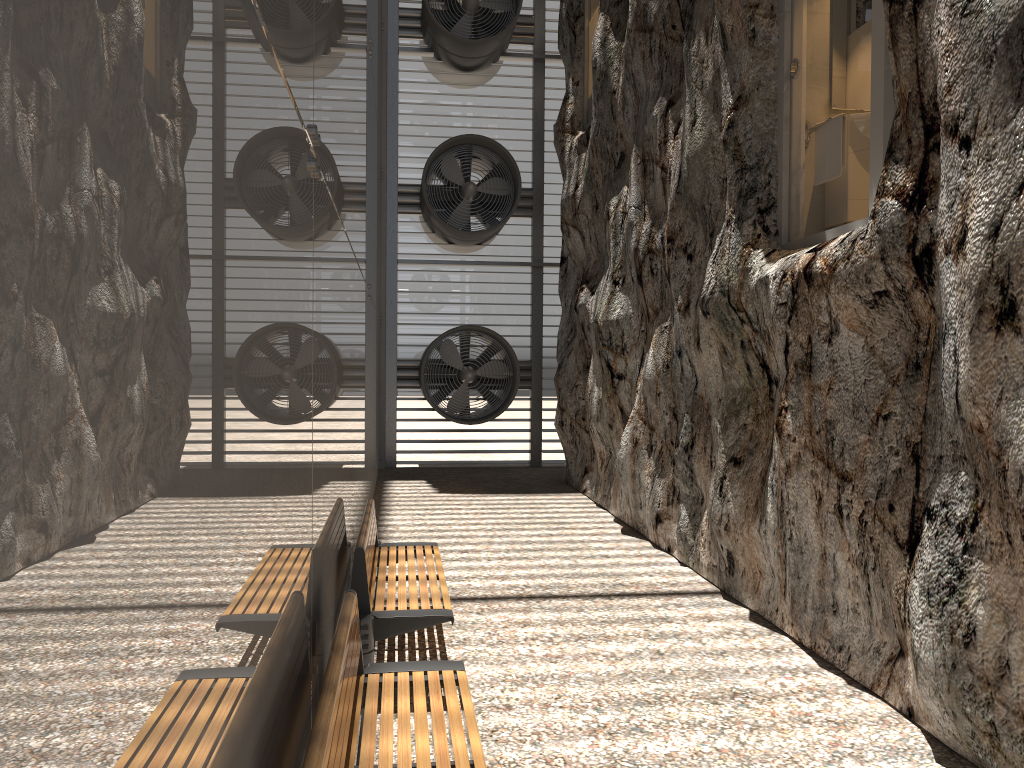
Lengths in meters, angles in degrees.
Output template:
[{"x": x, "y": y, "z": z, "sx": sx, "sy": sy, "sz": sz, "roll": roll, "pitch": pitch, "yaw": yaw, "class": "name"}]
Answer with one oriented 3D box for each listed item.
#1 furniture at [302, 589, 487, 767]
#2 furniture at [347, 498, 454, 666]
[{"x": -0.383, "y": 1.294, "z": 2.933, "sx": 0.595, "sy": 0.796, "sz": 2.153, "roll": 0, "pitch": 1, "yaw": -7, "class": "furniture"}, {"x": -0.723, "y": 1.245, "z": 5.607, "sx": 0.595, "sy": 0.796, "sz": 2.153, "roll": 0, "pitch": 1, "yaw": -7, "class": "furniture"}]
